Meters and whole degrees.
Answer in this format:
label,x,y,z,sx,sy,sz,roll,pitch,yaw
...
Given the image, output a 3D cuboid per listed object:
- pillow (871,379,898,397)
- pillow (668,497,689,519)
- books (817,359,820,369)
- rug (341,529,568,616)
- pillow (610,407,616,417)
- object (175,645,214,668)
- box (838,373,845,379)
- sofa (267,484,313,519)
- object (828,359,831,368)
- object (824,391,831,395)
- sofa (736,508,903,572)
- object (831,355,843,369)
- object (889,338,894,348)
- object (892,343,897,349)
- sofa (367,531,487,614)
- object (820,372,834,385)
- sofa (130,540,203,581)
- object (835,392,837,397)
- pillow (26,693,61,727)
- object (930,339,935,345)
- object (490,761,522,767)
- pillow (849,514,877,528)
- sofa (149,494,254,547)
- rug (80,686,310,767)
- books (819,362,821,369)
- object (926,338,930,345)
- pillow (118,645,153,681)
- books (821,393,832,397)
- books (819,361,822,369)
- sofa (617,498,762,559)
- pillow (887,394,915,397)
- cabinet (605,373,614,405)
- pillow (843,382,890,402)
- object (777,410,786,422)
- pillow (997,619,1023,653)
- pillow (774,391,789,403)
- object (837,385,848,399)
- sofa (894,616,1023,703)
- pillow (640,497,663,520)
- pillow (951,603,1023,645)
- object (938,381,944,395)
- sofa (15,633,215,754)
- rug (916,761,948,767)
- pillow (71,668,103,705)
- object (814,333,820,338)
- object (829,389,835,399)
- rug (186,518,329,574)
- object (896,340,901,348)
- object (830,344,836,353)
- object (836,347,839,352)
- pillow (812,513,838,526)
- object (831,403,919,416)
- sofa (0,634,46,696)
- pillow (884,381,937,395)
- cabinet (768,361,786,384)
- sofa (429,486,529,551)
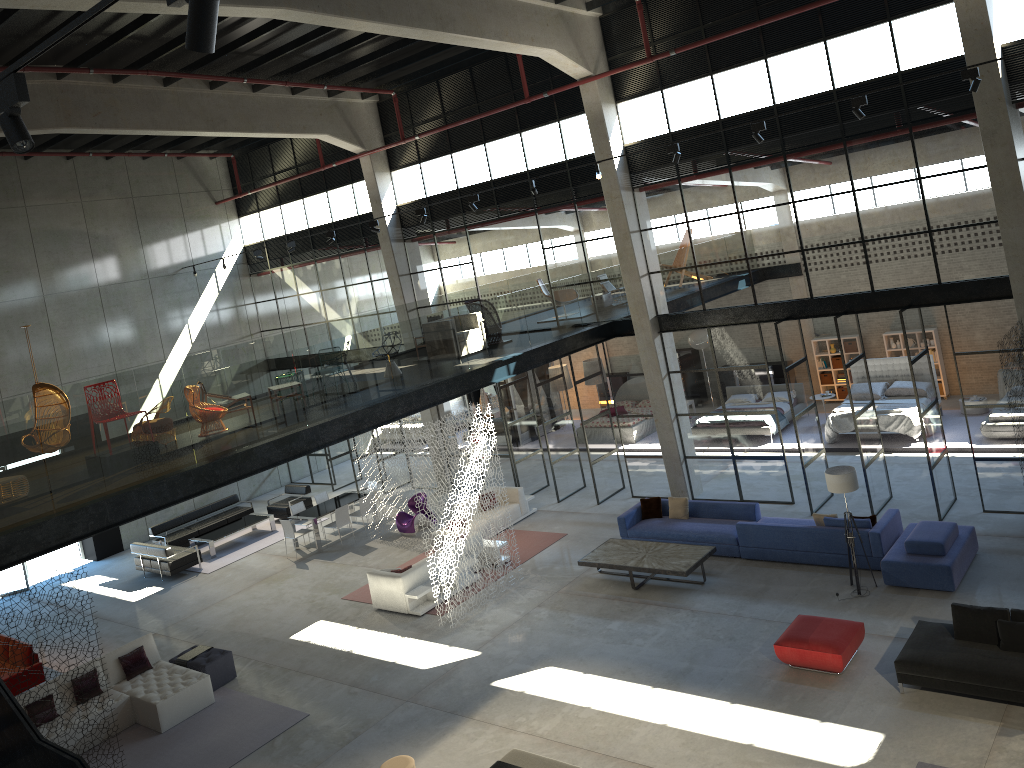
label,x,y,z,sx,sy,sz,roll,pitch,yaw
pillow,8.578,0.115,20.714,1.043,0.321,0.498,-4,9,40
pillow,3.019,2.254,15.908,0.397,0.380,0.210,-7,5,41
books,8.319,-0.546,23.731,0.019,0.260,0.178,-11,3,41
rug,-1.028,3.473,16.791,2.621,0.020,3.701,-4,12,40
pillow,2.778,0.764,24.295,0.869,0.211,0.642,-8,9,19
object,-5.015,4.297,13.876,0.297,0.099,0.528,-5,10,35
box,8.844,-0.217,23.413,0.211,0.108,0.134,-5,8,40
sofa,-5.741,3.086,22.659,0.941,0.756,0.836,-6,7,40
object,8.552,-0.550,23.571,0.082,0.228,0.081,-12,2,-18
object,7.621,0.219,21.199,0.168,0.090,0.170,-11,7,2
sofa,4.912,2.362,14.096,2.313,0.719,1.074,-4,9,40
object,8.745,-0.592,23.362,0.320,0.296,0.330,-7,7,40
object,9.751,-1.053,22.503,0.094,0.261,0.095,-11,2,1
object,9.740,-0.974,22.371,0.111,0.156,0.109,-14,4,-38
sofa,-1.499,3.363,15.903,0.938,0.667,2.180,-6,9,40
object,8.522,-0.167,23.624,0.320,0.296,0.330,-7,7,40
sofa,-7.882,3.921,20.031,1.635,0.755,0.836,-5,8,40
object,8.762,0.291,23.643,0.118,0.117,0.117,-13,5,-18
pillow,-6.686,4.674,12.507,0.216,0.333,0.391,-8,6,43
object,10.509,-1.038,21.885,0.143,0.137,0.140,-14,6,-32
object,0.214,4.119,8.784,1.459,0.086,0.546,-4,11,40
pillow,5.406,2.174,13.472,0.395,0.370,0.263,-9,4,19
sofa,-7.764,3.564,22.151,0.812,0.754,2.501,-7,9,40
rug,-4.921,5.065,11.545,2.621,0.020,3.701,-4,12,40
books,8.352,-0.509,23.711,0.011,0.181,0.145,-11,3,41
object,10.380,-1.047,21.992,0.173,0.169,0.176,-10,5,8
pillow,-5.819,4.316,13.569,0.233,0.343,0.421,-8,6,40
books,7.594,0.257,21.215,0.227,0.042,0.305,-9,9,15
books,8.363,-0.527,23.698,0.030,0.215,0.178,-10,3,41
sofa,3.158,2.529,15.607,2.313,0.602,1.074,-4,10,40
pillow,9.146,0.172,20.078,0.950,0.329,0.729,-4,10,41
cabinet,3.292,0.262,28.021,1.029,1.157,0.457,-7,4,40
pillow,8.316,0.196,20.541,1.016,0.372,0.678,-4,10,44
object,5.597,0.863,21.629,2.090,0.246,0.732,-4,11,40
pillow,5.518,2.759,9.607,0.339,0.306,0.190,-7,5,38
pillow,6.367,0.403,22.706,1.909,0.311,0.559,-4,10,40
object,8.899,0.217,23.376,0.320,0.296,0.330,-7,7,40
sofa,5.432,3.041,9.635,2.086,0.559,1.102,-4,10,40
pillow,2.580,2.295,16.226,0.395,0.370,0.263,-9,4,19
pillow,5.643,2.727,9.545,0.750,0.416,1.582,-14,9,-20
object,10.637,0.100,21.928,0.320,0.296,0.330,-7,7,40
sofa,-6.368,4.843,11.937,1.807,0.865,4.233,-5,10,40
rug,4.581,3.990,6.530,3.593,0.020,2.700,-4,12,40
pillow,-6.295,4.487,13.001,0.190,0.375,0.414,-9,5,40
object,8.303,-1.328,23.791,0.231,0.151,0.054,-6,4,38
object,8.606,0.267,23.601,0.140,0.235,0.139,-12,3,-13
rug,-6.534,3.830,21.388,2.386,0.025,3.458,-4,12,40
object,9.849,-1.016,22.360,0.101,0.203,0.099,-12,2,-21
object,8.541,-0.939,23.357,0.152,0.247,0.157,-9,3,32
object,8.690,-0.922,23.438,0.184,0.131,0.187,-11,6,4
pillow,4.966,2.206,13.790,0.397,0.380,0.210,-7,5,41
object,8.111,0.794,19.477,2.259,0.656,0.664,-3,9,43
sofa,-8.805,4.875,14.952,1.945,0.811,0.832,-5,8,40
pillow,9.076,0.097,20.022,0.969,0.290,0.705,-4,11,42
cabinet,7.006,0.016,24.959,2.061,1.155,0.457,-5,5,40
sofa,-0.691,2.812,18.397,0.932,0.666,2.189,-6,9,40
